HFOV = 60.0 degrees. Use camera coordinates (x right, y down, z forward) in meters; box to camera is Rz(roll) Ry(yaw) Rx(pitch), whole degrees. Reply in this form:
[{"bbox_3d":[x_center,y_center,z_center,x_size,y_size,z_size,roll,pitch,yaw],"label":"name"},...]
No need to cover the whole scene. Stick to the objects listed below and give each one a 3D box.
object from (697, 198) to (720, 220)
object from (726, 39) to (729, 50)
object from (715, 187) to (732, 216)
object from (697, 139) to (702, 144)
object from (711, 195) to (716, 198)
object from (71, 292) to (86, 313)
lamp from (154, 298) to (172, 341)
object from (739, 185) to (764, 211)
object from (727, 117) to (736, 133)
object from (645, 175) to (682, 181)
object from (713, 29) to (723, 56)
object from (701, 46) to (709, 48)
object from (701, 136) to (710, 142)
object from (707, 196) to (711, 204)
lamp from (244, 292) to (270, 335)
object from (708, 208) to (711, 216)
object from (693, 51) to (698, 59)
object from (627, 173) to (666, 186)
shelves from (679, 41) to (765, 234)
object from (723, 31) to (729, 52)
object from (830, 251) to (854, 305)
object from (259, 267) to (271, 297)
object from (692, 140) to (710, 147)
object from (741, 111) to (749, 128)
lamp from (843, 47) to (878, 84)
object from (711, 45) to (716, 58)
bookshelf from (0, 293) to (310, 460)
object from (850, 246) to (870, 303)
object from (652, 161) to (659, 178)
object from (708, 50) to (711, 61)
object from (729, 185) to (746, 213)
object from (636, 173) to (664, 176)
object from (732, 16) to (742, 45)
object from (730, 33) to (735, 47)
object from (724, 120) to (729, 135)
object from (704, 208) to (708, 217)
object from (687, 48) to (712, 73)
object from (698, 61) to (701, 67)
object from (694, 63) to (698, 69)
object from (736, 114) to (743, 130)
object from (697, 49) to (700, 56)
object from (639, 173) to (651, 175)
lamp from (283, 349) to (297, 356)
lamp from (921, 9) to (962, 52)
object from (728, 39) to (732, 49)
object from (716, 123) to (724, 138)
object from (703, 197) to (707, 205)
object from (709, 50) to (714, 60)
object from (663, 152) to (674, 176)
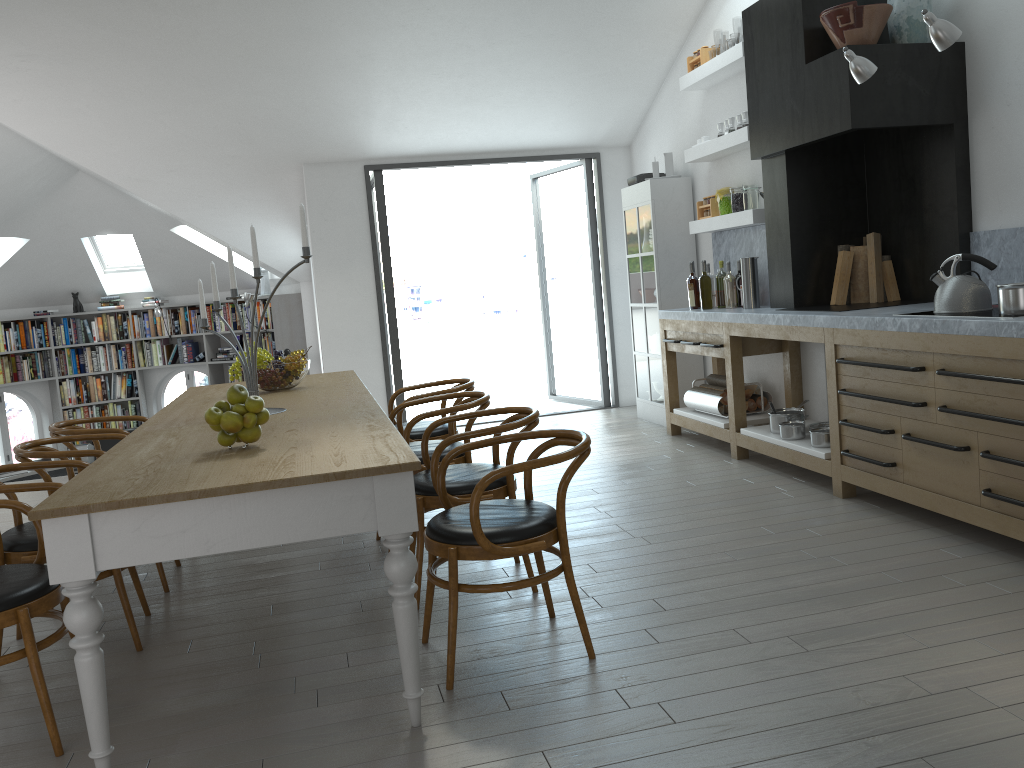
[{"bbox_3d":[1.490,-1.307,6.627,0.120,0.146,0.237,-6,6,-13],"label":"object"},{"bbox_3d":[1.510,-2.306,6.077,0.081,0.105,0.082,1,8,45],"label":"object"},{"bbox_3d":[1.531,-1.307,6.367,0.128,0.199,0.163,-7,6,-18],"label":"object"},{"bbox_3d":[1.422,-1.804,6.647,0.057,0.061,0.058,-6,6,-13],"label":"object"},{"bbox_3d":[1.501,-1.363,6.558,0.058,0.075,0.059,-4,6,10],"label":"object"},{"bbox_3d":[-5.522,-1.036,11.282,0.147,0.264,0.202,-6,6,-16],"label":"object"},{"bbox_3d":[-4.473,-0.823,11.326,0.113,0.565,0.358,-5,5,-6],"label":"lamp"},{"bbox_3d":[1.631,-1.260,5.966,0.207,0.177,0.103,-4,5,9],"label":"object"},{"bbox_3d":[1.520,-1.782,6.131,0.064,0.124,0.068,-7,6,-19],"label":"object"},{"bbox_3d":[1.227,-1.661,7.189,0.295,0.025,0.151,-4,7,11],"label":"object"},{"bbox_3d":[1.424,-2.342,6.104,0.063,0.186,0.063,0,7,45],"label":"object"},{"bbox_3d":[1.408,-2.426,6.467,0.058,0.075,0.059,-4,6,10],"label":"object"},{"bbox_3d":[1.437,-1.802,6.574,0.054,0.071,0.054,-6,6,-14],"label":"object"},{"bbox_3d":[1.485,-1.369,6.623,0.058,0.075,0.059,-4,6,10],"label":"object"},{"bbox_3d":[-3.016,-0.834,10.511,0.275,0.524,0.112,-7,5,-22],"label":"lamp"},{"bbox_3d":[1.493,-1.283,6.631,0.058,0.075,0.059,-4,6,10],"label":"object"},{"bbox_3d":[1.378,-2.439,6.598,0.058,0.075,0.059,-4,6,10],"label":"object"},{"bbox_3d":[1.151,-1.693,7.489,0.299,0.119,0.299,-6,6,-13],"label":"object"},{"bbox_3d":[2.349,-1.423,4.167,0.480,1.358,5.560,-7,7,-18],"label":"shelves"},{"bbox_3d":[1.479,-2.347,6.135,0.054,0.178,0.054,-9,6,-36],"label":"object"},{"bbox_3d":[2.007,-0.642,5.394,0.148,0.335,0.081,-7,5,-23],"label":"object"},{"bbox_3d":[-3.014,-1.302,10.795,0.179,0.471,0.179,-5,5,-4],"label":"object"},{"bbox_3d":[1.440,-1.774,6.577,0.113,0.025,0.295,-6,7,-13],"label":"object"},{"bbox_3d":[1.568,-1.766,5.950,0.064,0.124,0.068,-7,6,-19],"label":"object"},{"bbox_3d":[1.683,-1.544,4.302,0.164,0.178,0.116,-4,5,6],"label":"lamp"},{"bbox_3d":[1.427,-2.307,6.180,0.071,0.098,0.071,0,7,41],"label":"object"},{"bbox_3d":[-4.683,0.024,10.800,4.335,1.875,2.113,-6,6,-13],"label":"bookshelf"},{"bbox_3d":[2.126,-0.658,5.405,0.130,0.365,0.072,-4,5,6],"label":"object"},{"bbox_3d":[1.165,-1.747,7.191,0.054,0.195,0.054,-4,5,12],"label":"object"},{"bbox_3d":[1.447,-2.331,6.347,0.081,0.105,0.082,1,8,45],"label":"object"},{"bbox_3d":[1.579,-1.282,6.174,0.120,0.182,0.120,-5,5,2],"label":"object"},{"bbox_3d":[1.151,-1.702,7.488,0.238,0.119,0.238,-6,6,-13],"label":"object"},{"bbox_3d":[1.488,-2.317,5.834,0.063,0.186,0.063,0,7,45],"label":"object"},{"bbox_3d":[1.490,-2.281,5.910,0.071,0.098,0.071,0,7,41],"label":"object"},{"bbox_3d":[1.515,-1.792,6.218,0.064,0.124,0.068,-7,6,-19],"label":"object"},{"bbox_3d":[1.477,-1.289,6.696,0.058,0.075,0.059,-4,6,10],"label":"object"},{"bbox_3d":[1.398,-2.371,6.536,0.120,0.146,0.237,-6,6,-13],"label":"object"},{"bbox_3d":[1.401,-2.347,6.540,0.058,0.075,0.059,-4,6,10],"label":"object"},{"bbox_3d":[1.385,-2.353,6.605,0.058,0.075,0.059,-4,6,10],"label":"object"},{"bbox_3d":[1.555,-1.775,6.043,0.064,0.124,0.068,-7,6,-19],"label":"object"},{"bbox_3d":[1.393,-2.433,6.532,0.058,0.075,0.059,-4,6,10],"label":"object"},{"bbox_3d":[1.150,-1.712,7.487,0.170,0.119,0.170,-6,6,-13],"label":"object"},{"bbox_3d":[-2.452,-0.058,9.722,0.322,0.658,0.234,-5,5,3],"label":"lamp"},{"bbox_3d":[1.811,-1.494,3.739,0.169,0.176,0.112,-7,6,-21],"label":"lamp"},{"bbox_3d":[1.501,-2.285,5.992,0.077,0.085,0.077,-3,6,20],"label":"object"},{"bbox_3d":[1.489,-1.802,6.326,0.064,0.124,0.068,-7,6,-19],"label":"object"},{"bbox_3d":[1.470,-1.375,6.689,0.058,0.075,0.059,-4,6,10],"label":"object"},{"bbox_3d":[1.437,-2.310,6.262,0.077,0.085,0.077,-3,6,20],"label":"object"},{"bbox_3d":[1.269,-1.761,7.168,0.072,0.210,0.071,-4,5,11],"label":"object"}]
